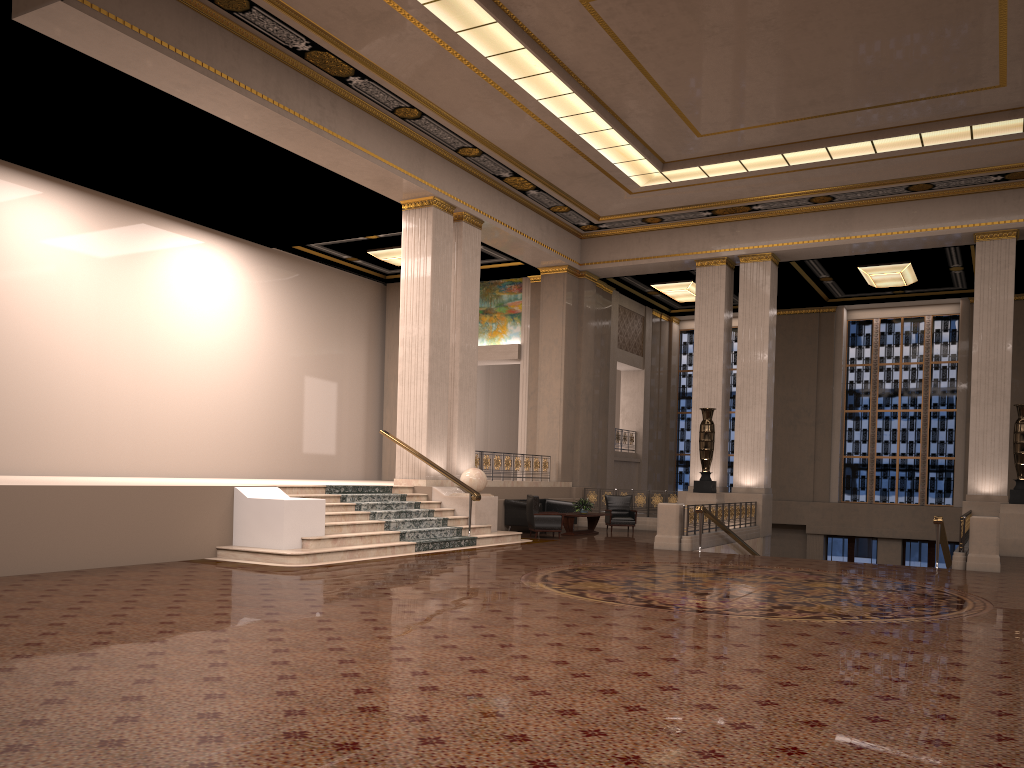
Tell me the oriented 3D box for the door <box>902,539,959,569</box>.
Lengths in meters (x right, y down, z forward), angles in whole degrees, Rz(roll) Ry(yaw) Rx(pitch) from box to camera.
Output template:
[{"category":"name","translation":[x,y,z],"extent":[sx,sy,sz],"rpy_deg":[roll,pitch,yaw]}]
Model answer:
[{"category":"door","translation":[11.574,5.650,24.366],"extent":[1.490,2.727,0.155],"rpy_deg":[1,0,29]}]

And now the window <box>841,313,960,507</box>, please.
[{"category":"window","translation":[11.080,0.765,25.199],"extent":[2.984,5.364,0.069],"rpy_deg":[1,0,29]}]

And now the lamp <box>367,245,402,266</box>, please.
[{"category":"lamp","translation":[-2.437,-3.070,21.163],"extent":[1.715,0.214,1.173],"rpy_deg":[-2,-7,29]}]

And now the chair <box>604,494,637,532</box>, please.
[{"category":"chair","translation":[2.487,2.963,20.214],"extent":[0.648,0.844,0.719],"rpy_deg":[2,-2,-6]}]

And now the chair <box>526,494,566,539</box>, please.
[{"category":"chair","translation":[0.643,2.629,17.484],"extent":[0.717,0.844,0.649],"rpy_deg":[2,-2,-11]}]

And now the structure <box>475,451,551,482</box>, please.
[{"category":"structure","translation":[0.024,1.864,19.745],"extent":[0.032,0.624,3.710],"rpy_deg":[2,-5,29]}]

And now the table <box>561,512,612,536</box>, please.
[{"category":"table","translation":[1.470,2.994,18.854],"extent":[0.838,0.435,1.482],"rpy_deg":[-1,-6,29]}]

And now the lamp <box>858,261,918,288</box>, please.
[{"category":"lamp","translation":[9.334,-2.669,21.839],"extent":[1.167,0.214,2.025],"rpy_deg":[-2,-7,29]}]

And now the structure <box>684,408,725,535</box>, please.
[{"category":"structure","translation":[4.215,1.926,19.126],"extent":[0.699,2.791,0.701],"rpy_deg":[2,0,29]}]

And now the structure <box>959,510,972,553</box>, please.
[{"category":"structure","translation":[7.911,2.513,15.348],"extent":[0.079,0.536,4.959],"rpy_deg":[2,-5,29]}]

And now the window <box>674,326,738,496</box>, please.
[{"category":"window","translation":[6.625,0.896,27.682],"extent":[2.984,5.364,0.069],"rpy_deg":[1,0,29]}]

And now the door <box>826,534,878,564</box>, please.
[{"category":"door","translation":[9.751,5.704,25.382],"extent":[1.490,2.727,0.155],"rpy_deg":[1,0,29]}]

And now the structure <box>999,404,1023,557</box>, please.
[{"category":"structure","translation":[9.391,1.774,16.241],"extent":[0.699,2.791,0.701],"rpy_deg":[2,0,29]}]

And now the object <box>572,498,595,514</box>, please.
[{"category":"object","translation":[1.514,2.572,18.700],"extent":[0.525,0.376,0.503],"rpy_deg":[4,-4,-28]}]

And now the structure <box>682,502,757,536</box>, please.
[{"category":"structure","translation":[4.216,2.622,17.407],"extent":[0.079,0.536,4.958],"rpy_deg":[2,-5,30]}]

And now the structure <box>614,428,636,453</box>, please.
[{"category":"structure","translation":[3.156,1.636,25.397],"extent":[0.031,0.667,2.165],"rpy_deg":[2,-4,29]}]

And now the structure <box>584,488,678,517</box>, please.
[{"category":"structure","translation":[2.901,2.893,21.451],"extent":[2.534,0.655,0.032],"rpy_deg":[-1,-1,29]}]

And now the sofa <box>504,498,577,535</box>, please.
[{"category":"sofa","translation":[0.674,2.884,19.303],"extent":[0.874,0.706,1.931],"rpy_deg":[0,-5,29]}]

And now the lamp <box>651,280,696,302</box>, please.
[{"category":"lamp","translation":[4.742,-2.534,24.399],"extent":[1.167,0.214,2.025],"rpy_deg":[-2,-7,29]}]
